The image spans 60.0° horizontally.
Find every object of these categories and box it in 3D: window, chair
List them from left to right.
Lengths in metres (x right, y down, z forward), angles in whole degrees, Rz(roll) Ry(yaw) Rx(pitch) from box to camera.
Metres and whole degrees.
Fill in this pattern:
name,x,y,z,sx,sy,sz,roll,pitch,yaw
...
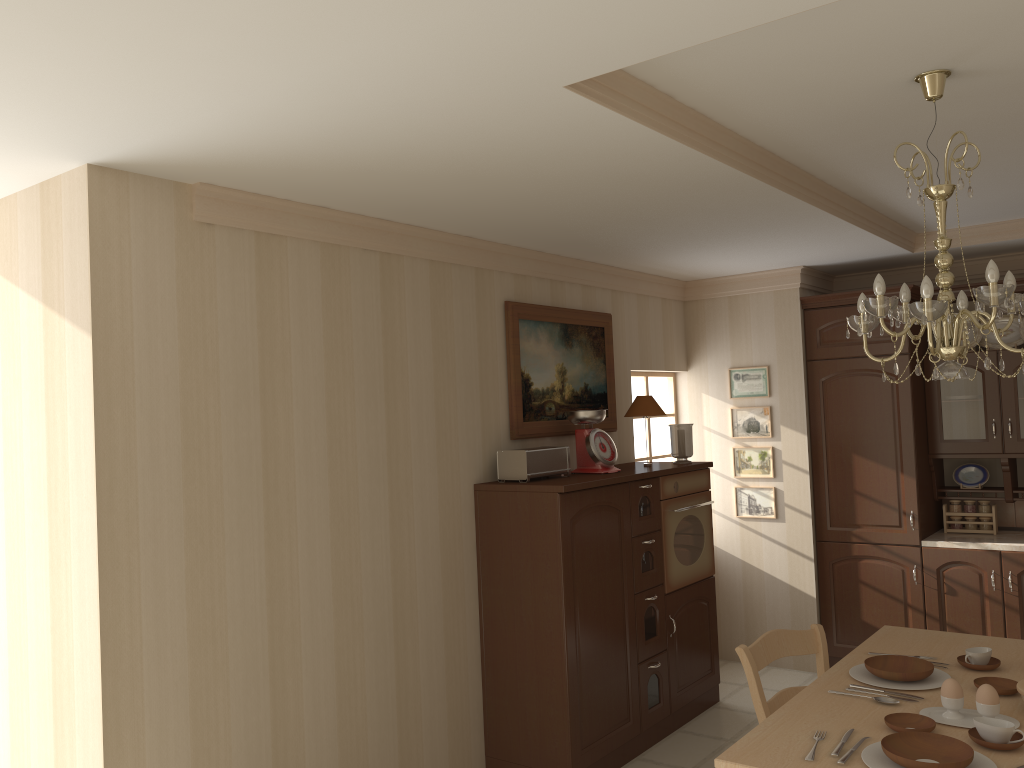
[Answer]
name,x,y,z,sx,sy,sz,roll,pitch,yaw
window,0.878,0.473,5.710,0.050,1.100,0.765,-4,-2,37
chair,1.111,1.299,2.991,0.462,0.846,0.517,-1,-2,-36

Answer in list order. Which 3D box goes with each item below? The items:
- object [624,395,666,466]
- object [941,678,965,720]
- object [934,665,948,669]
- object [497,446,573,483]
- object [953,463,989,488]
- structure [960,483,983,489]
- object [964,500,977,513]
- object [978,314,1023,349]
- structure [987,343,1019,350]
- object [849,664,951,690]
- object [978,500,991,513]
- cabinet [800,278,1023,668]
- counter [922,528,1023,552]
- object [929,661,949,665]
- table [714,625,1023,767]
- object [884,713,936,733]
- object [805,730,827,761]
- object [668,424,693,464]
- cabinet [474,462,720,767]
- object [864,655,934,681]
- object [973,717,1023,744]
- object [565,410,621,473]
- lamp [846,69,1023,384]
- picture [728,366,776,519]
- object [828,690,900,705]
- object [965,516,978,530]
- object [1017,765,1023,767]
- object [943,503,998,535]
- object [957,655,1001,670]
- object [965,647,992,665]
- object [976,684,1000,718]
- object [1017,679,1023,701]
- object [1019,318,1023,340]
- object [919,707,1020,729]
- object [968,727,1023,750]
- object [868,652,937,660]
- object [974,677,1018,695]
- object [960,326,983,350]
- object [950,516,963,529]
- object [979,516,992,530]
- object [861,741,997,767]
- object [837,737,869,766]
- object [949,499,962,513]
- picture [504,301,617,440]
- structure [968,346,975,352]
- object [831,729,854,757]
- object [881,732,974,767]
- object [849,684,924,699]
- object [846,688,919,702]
name,x,y,z,sx,sy,sz,roll,pitch,yaw
object,0.740,0.259,4.902,0.235,0.388,0.237,-1,-3,-41
object,1.219,0.868,2.456,0.058,0.104,0.058,-3,-2,16
object,1.336,0.930,2.952,0.218,0.008,0.022,-4,-3,40
object,0.116,0.383,4.258,0.192,0.150,0.360,-4,-2,37
object,2.778,0.553,5.370,0.202,0.143,0.071,-4,-2,35
structure,2.778,0.570,5.365,0.110,0.126,0.080,-4,-2,37
object,2.755,0.736,5.335,0.068,0.088,0.068,-1,-2,-36
object,2.911,-0.311,5.265,0.342,0.209,0.073,-4,-2,38
structure,2.909,-0.262,5.260,0.154,0.126,0.080,-4,-2,37
object,1.230,0.928,2.817,0.299,0.009,0.299,-4,-2,36
object,2.821,0.732,5.293,0.068,0.088,0.068,-1,-2,-36
cabinet,2.771,0.528,4.035,3.226,2.313,2.436,-4,-2,37
counter,3.018,0.848,3.832,2.603,0.034,2.422,-4,-2,37
object,1.357,0.930,2.984,0.212,0.008,0.018,-4,-2,37
table,1.358,1.307,2.573,0.900,0.774,1.567,-4,-2,37
object,1.063,0.912,2.368,0.126,0.026,0.127,-4,-2,28
object,0.785,0.933,2.292,0.028,0.004,0.218,-3,-2,27
object,0.957,0.337,5.004,0.144,0.220,0.144,-3,-2,20
cabinet,0.522,1.126,4.544,0.538,1.349,1.513,-4,-2,37
object,1.230,0.910,2.818,0.204,0.042,0.204,-4,-2,37
object,1.230,0.884,2.238,0.063,0.055,0.119,-1,-2,-39
object,0.405,0.294,4.542,0.263,0.317,0.218,-4,-3,41
lamp,1.248,-0.497,2.579,0.501,0.982,0.502,-3,-2,7
picture,1.537,0.375,5.682,0.268,0.964,0.010,-4,-2,37
object,1.043,0.930,2.638,0.047,0.011,0.219,-1,-3,-44
object,2.759,0.837,5.332,0.068,0.088,0.068,-1,-2,-36
object,1.147,0.907,2.047,0.221,0.008,0.023,-1,-2,-37
object,2.757,0.809,5.335,0.276,0.170,0.140,-4,-2,33
object,1.518,0.910,2.883,0.127,0.026,0.126,-2,-2,-26
object,1.512,0.894,2.880,0.119,0.055,0.063,-2,-2,-24
object,1.285,0.863,2.395,0.058,0.104,0.058,-3,-2,16
object,1.521,0.871,2.432,0.235,0.068,0.235,-2,-2,-5
object,3.037,-0.324,5.097,0.220,0.210,0.068,-4,-2,35
object,1.248,0.916,2.424,0.245,0.005,0.157,-4,-2,34
object,1.225,0.901,2.244,0.126,0.026,0.127,-4,-2,28
object,1.341,0.934,3.048,0.218,0.004,0.028,-3,-2,27
object,1.448,0.905,2.643,0.126,0.026,0.127,-3,-2,2
object,2.715,-0.302,5.344,0.220,0.210,0.068,-4,-2,35
object,2.694,0.841,5.374,0.068,0.088,0.068,-1,-2,-36
object,2.825,0.832,5.289,0.068,0.088,0.068,-1,-2,-36
object,1.004,0.915,2.140,0.299,0.009,0.299,-3,-2,16
object,0.868,0.926,2.246,0.022,0.008,0.218,-4,-3,40
object,2.690,0.741,5.377,0.068,0.088,0.068,-1,-2,-36
picture,0.291,-0.067,4.754,0.036,0.687,0.990,-4,-2,37
structure,2.718,-0.251,5.337,0.110,0.126,0.080,-4,-2,37
object,0.860,0.928,2.300,0.018,0.008,0.212,-4,-2,32
object,1.002,0.897,2.141,0.204,0.042,0.204,-3,-2,7
object,1.131,0.929,2.679,0.221,0.008,0.023,-4,-3,43
object,1.106,0.931,2.654,0.216,0.004,0.022,-4,-3,43
